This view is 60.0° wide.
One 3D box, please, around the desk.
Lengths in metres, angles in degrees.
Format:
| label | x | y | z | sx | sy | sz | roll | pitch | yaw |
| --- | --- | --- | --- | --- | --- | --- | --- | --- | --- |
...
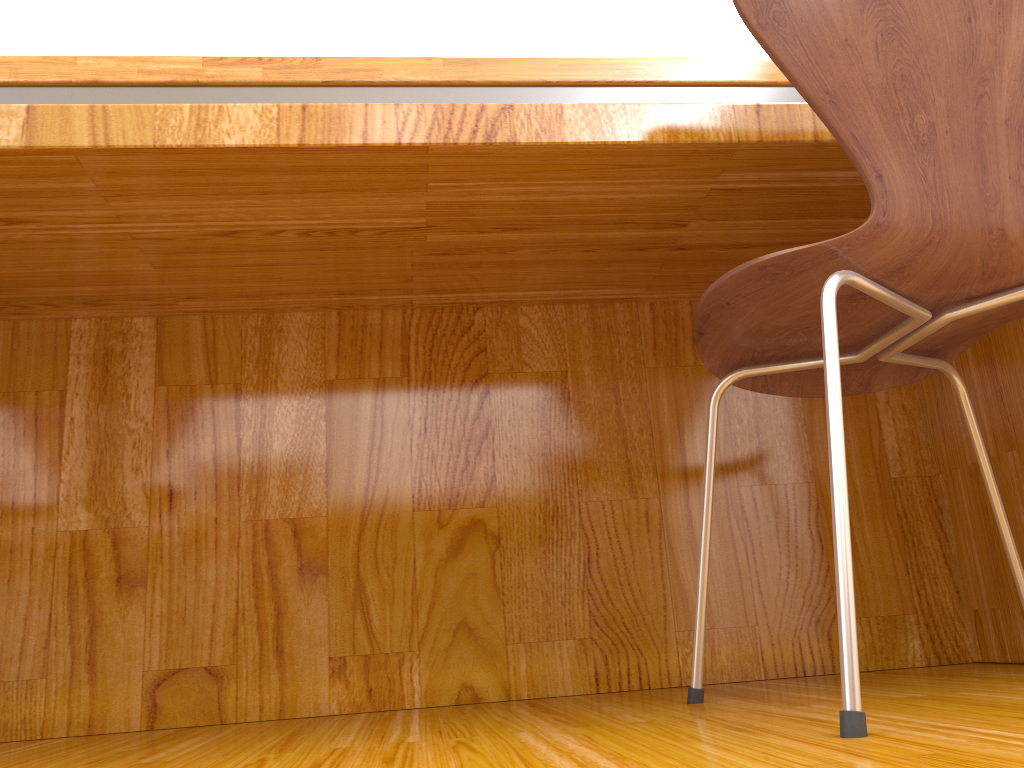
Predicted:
| label | x | y | z | sx | sy | sz | roll | pitch | yaw |
| --- | --- | --- | --- | --- | --- | --- | --- | --- | --- |
| desk | -0.950 | 0.013 | 1.373 | 3.216 | 1.022 | 1.248 | -2 | -16 | -7 |

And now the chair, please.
| label | x | y | z | sx | sy | sz | roll | pitch | yaw |
| --- | --- | --- | --- | --- | --- | --- | --- | --- | --- |
| chair | 0.390 | -0.047 | 0.883 | 0.428 | 0.693 | 0.381 | -2 | -16 | -7 |
